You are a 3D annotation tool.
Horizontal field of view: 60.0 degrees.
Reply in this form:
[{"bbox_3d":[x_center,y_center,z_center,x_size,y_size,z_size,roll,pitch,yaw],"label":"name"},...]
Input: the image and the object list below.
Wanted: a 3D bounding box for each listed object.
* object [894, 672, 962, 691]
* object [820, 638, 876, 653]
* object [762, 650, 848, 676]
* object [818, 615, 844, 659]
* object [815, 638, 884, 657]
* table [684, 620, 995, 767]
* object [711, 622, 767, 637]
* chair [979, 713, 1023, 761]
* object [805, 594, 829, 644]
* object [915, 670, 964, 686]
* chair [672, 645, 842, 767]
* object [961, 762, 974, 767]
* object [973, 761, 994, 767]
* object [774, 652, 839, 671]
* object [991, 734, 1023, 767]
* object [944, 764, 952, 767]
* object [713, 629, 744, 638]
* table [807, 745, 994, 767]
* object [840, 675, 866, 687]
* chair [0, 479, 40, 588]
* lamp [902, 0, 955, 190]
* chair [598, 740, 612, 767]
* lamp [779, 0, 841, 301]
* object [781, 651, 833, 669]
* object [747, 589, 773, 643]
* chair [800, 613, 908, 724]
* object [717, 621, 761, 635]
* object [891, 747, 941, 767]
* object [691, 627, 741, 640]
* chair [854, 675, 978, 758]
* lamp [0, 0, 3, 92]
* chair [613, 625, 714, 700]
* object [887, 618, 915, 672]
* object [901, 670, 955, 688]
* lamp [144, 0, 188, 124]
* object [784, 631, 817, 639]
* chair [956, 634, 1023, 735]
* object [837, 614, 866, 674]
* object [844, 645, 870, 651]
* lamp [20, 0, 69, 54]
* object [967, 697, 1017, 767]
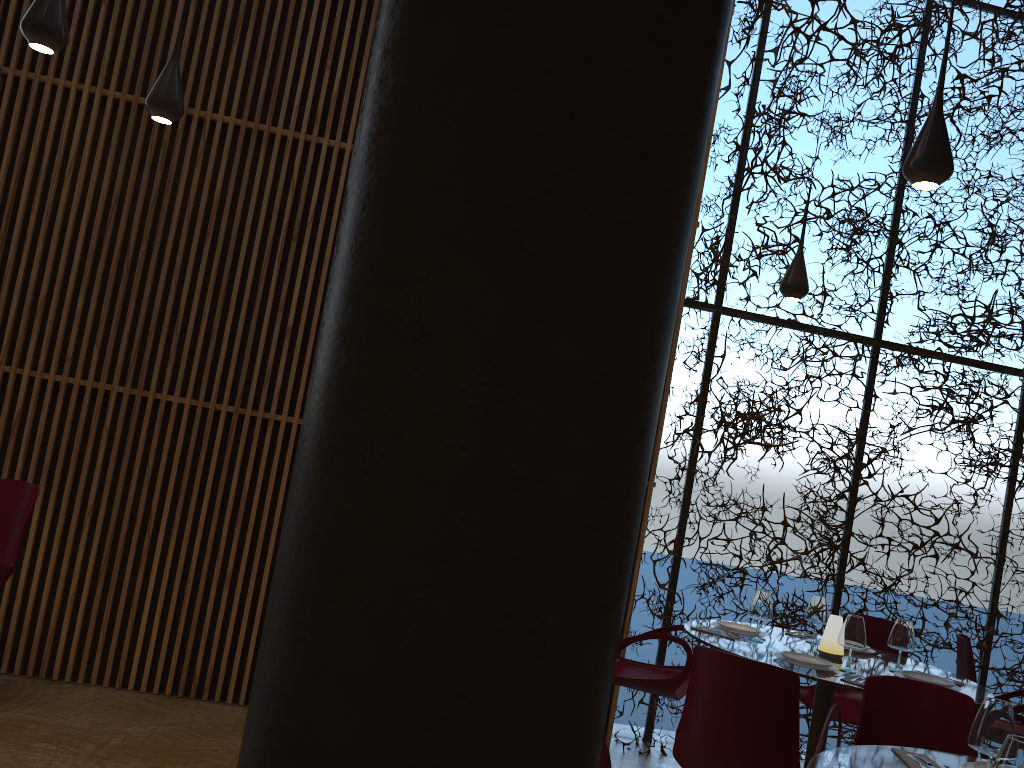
[{"bbox_3d":[2.216,1.592,4.734,0.332,0.014,0.332,11,-5,-15],"label":"object"},{"bbox_3d":[2.098,1.641,5.546,0.332,0.014,0.332,11,-5,-16],"label":"object"},{"bbox_3d":[1.543,1.468,4.671,0.410,0.012,0.205,6,-6,38],"label":"object"},{"bbox_3d":[1.849,1.450,5.100,0.145,0.232,0.142,14,-5,-43],"label":"object"},{"bbox_3d":[2.102,1.643,5.544,0.410,0.012,0.205,7,-6,34],"label":"object"},{"bbox_3d":[1.729,2.118,5.060,1.669,1.128,1.678,7,-5,34],"label":"table"},{"bbox_3d":[1.381,1.501,5.402,0.332,0.014,0.331,13,-5,-27],"label":"object"},{"bbox_3d":[2.755,1.845,4.374,0.871,0.635,0.627,7,-5,32],"label":"chair"},{"bbox_3d":[1.896,1.464,5.518,0.142,0.295,0.142,10,-4,4],"label":"object"},{"bbox_3d":[2.389,1.651,4.977,0.261,0.017,0.127,7,-6,33],"label":"object"},{"bbox_3d":[1.124,1.527,4.064,0.624,0.635,0.875,8,-5,32],"label":"chair"},{"bbox_3d":[1.702,1.349,2.998,0.331,0.014,0.333,8,-5,19],"label":"object"},{"bbox_3d":[1.704,1.339,2.998,0.263,0.029,0.263,11,-5,-7],"label":"object"},{"bbox_3d":[1.547,1.467,4.668,0.332,0.014,0.332,10,-5,1],"label":"object"},{"bbox_3d":[1.330,1.086,2.339,0.142,0.295,0.142,11,-4,-16],"label":"object"},{"bbox_3d":[1.706,1.351,2.998,0.410,0.012,0.205,10,-5,5],"label":"object"},{"bbox_3d":[1.383,1.503,5.406,0.204,0.012,0.412,7,-6,33],"label":"object"},{"bbox_3d":[1.593,1.865,2.434,1.671,1.128,1.676,9,-5,12],"label":"table"},{"bbox_3d":[1.755,1.492,4.451,0.126,0.017,0.263,6,-7,42],"label":"object"},{"bbox_3d":[-3.173,0.837,4.954,0.624,0.635,0.875,8,-5,32],"label":"chair"},{"bbox_3d":[2.257,-3.896,3.845,0.195,6.267,0.196,8,-4,37],"label":"lamp"},{"bbox_3d":[0.520,1.281,2.470,0.873,0.635,0.626,10,-4,-3],"label":"chair"},{"bbox_3d":[2.458,-3.654,6.213,0.195,6.267,0.196,9,-4,17],"label":"lamp"},{"bbox_3d":[1.549,1.457,4.669,0.263,0.029,0.264,6,-7,43],"label":"object"},{"bbox_3d":[1.449,1.355,5.181,0.142,0.295,0.142,11,-4,-9],"label":"object"},{"bbox_3d":[2.313,1.904,5.953,0.624,0.635,0.875,7,-5,37],"label":"chair"},{"bbox_3d":[1.383,1.491,5.402,0.264,0.029,0.263,14,-6,-36],"label":"object"},{"bbox_3d":[1.409,1.309,3.061,0.126,0.017,0.262,9,-5,9],"label":"object"},{"bbox_3d":[1.188,1.454,5.172,0.261,0.017,0.127,6,-6,37],"label":"object"},{"bbox_3d":[1.676,1.575,3.477,0.624,0.635,0.874,10,-4,7],"label":"chair"},{"bbox_3d":[-2.277,-4.615,4.885,0.196,6.267,0.196,10,-3,0],"label":"lamp"},{"bbox_3d":[0.809,1.611,5.673,0.871,0.635,0.627,8,-5,27],"label":"chair"},{"bbox_3d":[2.180,1.466,4.967,0.141,0.295,0.142,8,-4,32],"label":"object"},{"bbox_3d":[2.218,1.582,4.735,0.263,0.029,0.263,11,-5,-15],"label":"object"},{"bbox_3d":[-1.262,-4.443,4.773,0.196,6.267,0.196,10,-3,0],"label":"lamp"},{"bbox_3d":[1.874,1.626,5.748,0.126,0.017,0.263,6,-6,39],"label":"object"},{"bbox_3d":[3.410,2.097,5.925,0.871,0.635,0.627,8,-5,27],"label":"chair"},{"bbox_3d":[1.800,1.375,4.697,0.142,0.295,0.142,10,-4,8],"label":"object"},{"bbox_3d":[2.100,1.632,5.547,0.262,0.029,0.264,7,-6,29],"label":"object"},{"bbox_3d":[-1.513,-4.549,4.073,0.195,6.267,0.196,9,-4,20],"label":"lamp"},{"bbox_3d":[1.549,1.170,2.860,0.141,0.295,0.142,8,-4,30],"label":"object"}]
